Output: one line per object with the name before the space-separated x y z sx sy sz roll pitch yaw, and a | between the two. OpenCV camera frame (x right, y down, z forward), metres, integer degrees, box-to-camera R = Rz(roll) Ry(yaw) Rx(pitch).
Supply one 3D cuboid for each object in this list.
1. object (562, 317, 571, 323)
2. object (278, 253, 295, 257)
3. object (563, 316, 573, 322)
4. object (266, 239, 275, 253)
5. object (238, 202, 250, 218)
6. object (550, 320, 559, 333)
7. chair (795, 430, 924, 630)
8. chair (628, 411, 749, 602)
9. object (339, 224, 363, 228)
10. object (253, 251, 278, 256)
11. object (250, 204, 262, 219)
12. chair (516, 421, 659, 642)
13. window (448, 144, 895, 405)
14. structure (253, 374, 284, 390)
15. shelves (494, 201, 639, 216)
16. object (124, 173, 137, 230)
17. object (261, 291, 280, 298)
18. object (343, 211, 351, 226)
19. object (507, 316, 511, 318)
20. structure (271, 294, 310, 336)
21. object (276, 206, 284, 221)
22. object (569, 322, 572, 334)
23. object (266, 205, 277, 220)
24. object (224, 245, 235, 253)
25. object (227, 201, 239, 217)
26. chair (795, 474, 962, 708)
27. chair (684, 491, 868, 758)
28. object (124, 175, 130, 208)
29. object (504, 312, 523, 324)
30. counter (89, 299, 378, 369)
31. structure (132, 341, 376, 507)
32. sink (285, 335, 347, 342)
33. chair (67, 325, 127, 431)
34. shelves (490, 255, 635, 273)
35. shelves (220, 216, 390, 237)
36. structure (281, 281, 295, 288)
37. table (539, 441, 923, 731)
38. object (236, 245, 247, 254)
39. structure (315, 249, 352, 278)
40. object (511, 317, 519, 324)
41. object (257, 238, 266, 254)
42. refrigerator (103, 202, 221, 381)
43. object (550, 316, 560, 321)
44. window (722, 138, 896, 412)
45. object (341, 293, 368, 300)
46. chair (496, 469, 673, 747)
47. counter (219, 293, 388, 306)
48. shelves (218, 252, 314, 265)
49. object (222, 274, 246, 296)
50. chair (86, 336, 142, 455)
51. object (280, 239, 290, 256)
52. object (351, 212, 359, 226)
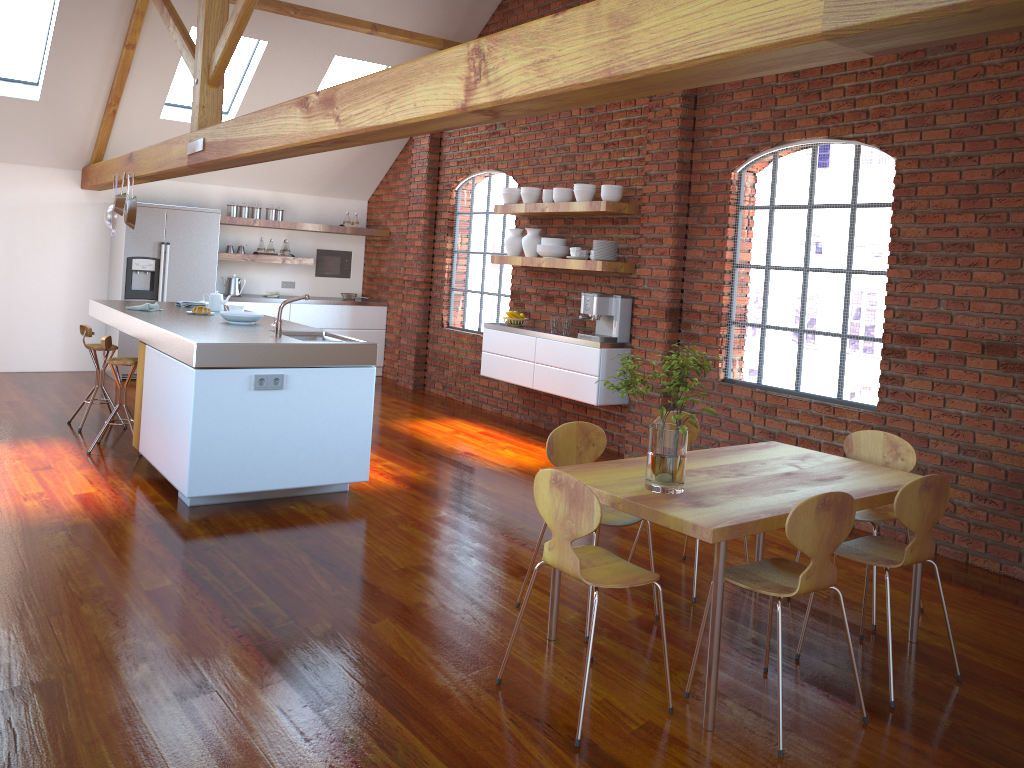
object | 0.440 -0.487 7.124 0.077 0.104 0.078 3 3 -23
object | -2.557 -1.456 9.918 0.194 0.033 0.226 0 8 -25
object | 0.460 -0.504 7.263 0.078 0.104 0.078 4 3 -5
object | -2.682 -1.531 9.791 0.094 0.192 0.093 4 2 9
object | -2.924 -1.894 9.602 0.127 0.177 0.129 1 4 -40
object | 0.346 -0.467 7.217 0.078 0.104 0.078 4 3 -5
chair | 1.545 0.600 3.912 0.410 0.757 0.441 2 3 -40
chair | 0.843 0.529 4.085 0.437 0.757 0.414 2 3 -40
object | -1.890 -1.848 10.319 0.223 0.033 0.197 -2 9 -36
object | -2.732 -1.447 9.759 0.223 0.033 0.197 -2 9 -36
object | -2.824 -1.901 9.701 0.127 0.177 0.129 1 4 -40
chair | 0.337 0.560 3.604 0.437 0.757 0.414 2 3 -40
window | 3.453 -0.651 7.335 3.620 9.880 17.565 2 5 -45
structure | -1.297 -0.013 4.683 0.160 0.080 0.033 0 4 -35
shelves | 0.411 -1.459 7.351 0.336 0.076 1.550 -1 9 -34
object | -2.992 -1.434 6.902 0.069 0.443 0.267 3 2 -30
object | -2.689 -1.004 9.819 0.203 0.061 0.198 2 7 -12
object | -1.927 -1.931 10.286 0.093 0.191 0.094 3 2 -22
object | -0.018 -0.600 7.810 0.045 0.053 0.051 7 5 43
structure | -1.299 -0.409 5.166 0.200 0.248 0.100 2 3 -35
object | -2.627 -1.914 9.894 0.127 0.177 0.129 1 4 -40
object | 0.458 -0.466 7.263 0.078 0.104 0.078 4 3 -5
object | -2.654 -1.889 9.701 0.127 0.177 0.129 1 4 -40
object | -3.052 -1.459 9.517 0.106 0.081 0.107 3 5 -6
object | -3.021 -1.888 9.507 0.127 0.177 0.129 1 4 -40
chair | 1.372 0.678 3.249 0.437 0.757 0.414 2 3 -35
chair | 0.886 0.693 2.890 0.437 0.757 0.414 2 3 -35
object | -3.075 -1.508 7.043 0.046 0.331 0.045 4 1 -10
object | 0.015 -0.580 7.749 0.176 0.094 0.064 4 3 2
counter | -2.071 -0.388 6.025 1.022 0.129 3.173 -1 9 -34
structure | -2.095 0.065 6.036 1.021 0.762 3.149 0 8 -35
sink | -1.173 -0.161 5.251 0.408 0.199 0.619 -1 8 -35
chair | -3.065 -0.063 6.549 0.337 0.749 0.340 2 2 -40
shelves | 0.381 -1.007 7.355 0.336 0.076 1.550 -1 9 -34
shelves | -2.431 -1.790 10.019 1.974 0.076 0.661 -1 9 -35
structure | -2.630 -1.165 10.329 0.160 0.080 0.033 0 4 -35
table | 0.908 0.677 3.442 1.467 0.641 0.824 -1 7 -38
object | -2.953 -1.470 9.584 0.106 0.099 0.106 4 4 7
structure | -2.152 -1.451 10.639 0.456 0.334 0.013 0 3 -35
object | 0.028 -0.561 7.784 0.077 0.065 0.076 4 5 -1
object | -2.769 -1.529 9.727 0.093 0.191 0.094 3 2 -22
refrigerator | -3.641 -0.968 9.155 0.909 1.769 0.786 2 2 -35
object | 0.349 -0.505 7.216 0.078 0.104 0.078 4 3 -5
window | 1.877 -0.741 5.613 0.084 1.667 1.278 3 3 -35
object | -1.865 -1.022 10.340 0.350 0.074 0.194 9 9 36
chair | 0.261 0.653 2.879 0.410 0.757 0.442 2 3 -35
counter | -2.467 -0.961 10.006 1.980 0.044 0.721 -1 9 -35
shelves | -2.831 -1.398 9.765 1.064 0.076 0.661 -1 9 -34
object | -3.028 -1.075 9.546 0.301 0.238 0.182 4 3 -4
chair | -2.595 0.061 5.863 0.337 0.749 0.340 3 2 -15
object | -2.552 -1.539 9.918 0.093 0.192 0.204 3 4 -26
object | -1.840 -1.932 10.351 0.094 0.192 0.093 4 2 9
